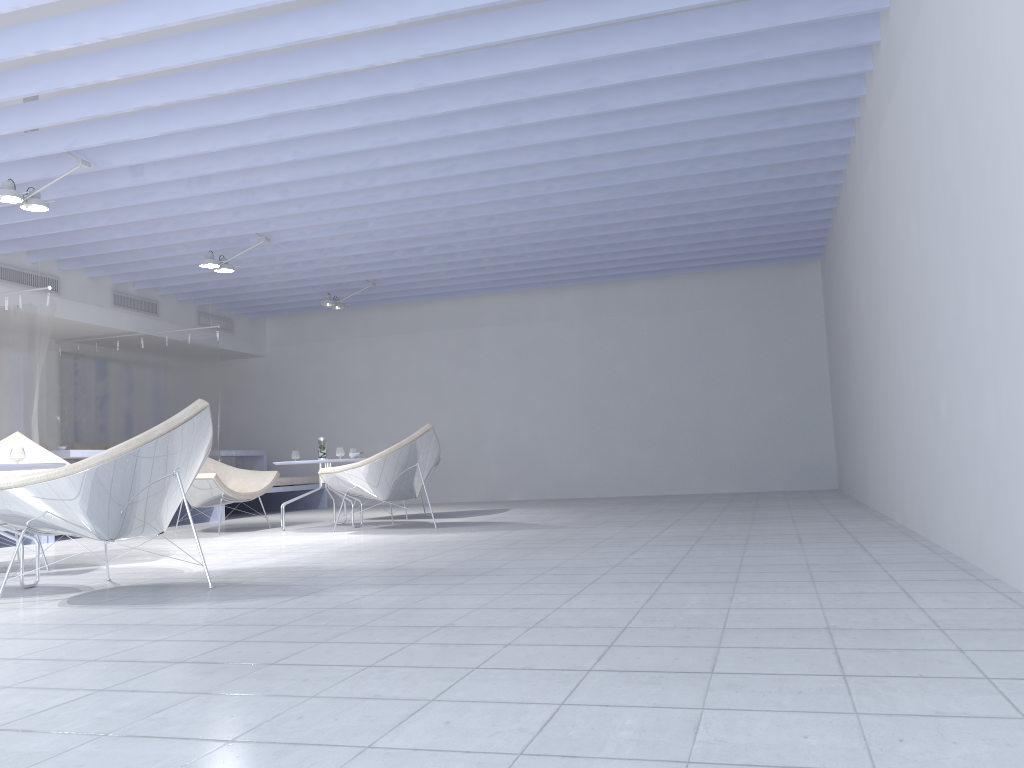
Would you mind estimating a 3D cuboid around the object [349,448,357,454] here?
[{"bbox_3d":[-1.326,0.584,7.401,0.068,0.091,0.068,-3,-5,6],"label":"object"}]

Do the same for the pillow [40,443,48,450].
[{"bbox_3d":[-4.910,0.852,9.078,0.230,0.521,0.524,-4,-5,14],"label":"pillow"}]

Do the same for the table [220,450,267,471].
[{"bbox_3d":[-3.435,1.037,10.731,0.416,0.450,1.065,-4,-5,16],"label":"table"}]

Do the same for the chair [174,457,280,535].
[{"bbox_3d":[-2.462,0.824,7.248,0.753,0.759,0.906,-5,-5,20],"label":"chair"}]

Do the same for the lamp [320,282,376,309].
[{"bbox_3d":[-1.765,-0.969,9.648,0.587,0.218,0.380,-4,-5,16],"label":"lamp"}]

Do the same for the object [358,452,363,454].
[{"bbox_3d":[-1.226,0.552,7.043,0.098,0.016,0.012,-4,-5,16],"label":"object"}]

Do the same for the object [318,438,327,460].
[{"bbox_3d":[-1.538,0.528,7.192,0.075,0.185,0.075,-1,-6,-21],"label":"object"}]

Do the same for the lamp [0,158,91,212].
[{"bbox_3d":[-2.943,-1.276,5.626,0.587,0.218,0.380,-4,-5,16],"label":"lamp"}]

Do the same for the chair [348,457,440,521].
[{"bbox_3d":[-1.019,0.830,8.059,0.906,0.759,0.753,-6,-6,31],"label":"chair"}]

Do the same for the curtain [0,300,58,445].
[{"bbox_3d":[-4.481,0.174,7.090,2.050,1.552,0.151,-4,-5,16],"label":"curtain"}]

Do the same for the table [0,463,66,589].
[{"bbox_3d":[-2.430,0.637,3.921,0.825,0.534,0.823,-3,-5,7],"label":"table"}]

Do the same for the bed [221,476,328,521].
[{"bbox_3d":[-3.557,1.308,10.200,2.016,0.427,2.200,-4,-5,16],"label":"bed"}]

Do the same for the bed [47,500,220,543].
[{"bbox_3d":[-4.177,1.147,8.084,2.016,0.427,2.200,-4,-5,16],"label":"bed"}]

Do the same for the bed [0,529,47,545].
[{"bbox_3d":[-4.812,0.988,5.973,2.022,0.422,2.200,-4,-5,16],"label":"bed"}]

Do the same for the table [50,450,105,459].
[{"bbox_3d":[-4.055,0.876,8.614,0.416,0.450,1.065,-4,-5,16],"label":"table"}]

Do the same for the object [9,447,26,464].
[{"bbox_3d":[-2.363,0.348,4.238,0.068,0.091,0.068,-8,-7,44],"label":"object"}]

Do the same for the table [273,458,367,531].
[{"bbox_3d":[-1.490,0.882,7.128,0.825,0.534,0.823,-2,-5,-7],"label":"table"}]

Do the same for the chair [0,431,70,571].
[{"bbox_3d":[-2.793,0.621,4.829,0.906,0.759,0.753,-1,-5,-14],"label":"chair"}]

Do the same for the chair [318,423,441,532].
[{"bbox_3d":[-0.866,0.693,6.618,0.753,0.759,0.906,-6,-6,33],"label":"chair"}]

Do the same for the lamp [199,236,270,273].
[{"bbox_3d":[-2.357,-1.123,7.626,0.587,0.218,0.380,-4,-5,16],"label":"lamp"}]

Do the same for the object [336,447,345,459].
[{"bbox_3d":[-1.342,0.542,6.927,0.068,0.091,0.068,-3,-5,6],"label":"object"}]

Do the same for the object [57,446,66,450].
[{"bbox_3d":[-4.215,0.607,8.298,0.082,0.043,0.082,-1,-6,-23],"label":"object"}]

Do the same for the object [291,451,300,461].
[{"bbox_3d":[-1.780,0.595,7.291,0.068,0.091,0.068,-3,-5,6],"label":"object"}]

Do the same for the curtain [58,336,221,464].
[{"bbox_3d":[-3.896,0.360,9.224,1.998,1.559,0.125,-4,-5,14],"label":"curtain"}]

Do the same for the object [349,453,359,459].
[{"bbox_3d":[-1.254,0.574,7.054,0.082,0.043,0.082,-4,-5,18],"label":"object"}]

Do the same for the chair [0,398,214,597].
[{"bbox_3d":[-1.572,0.457,3.636,0.753,0.759,0.906,-4,-5,11],"label":"chair"}]
